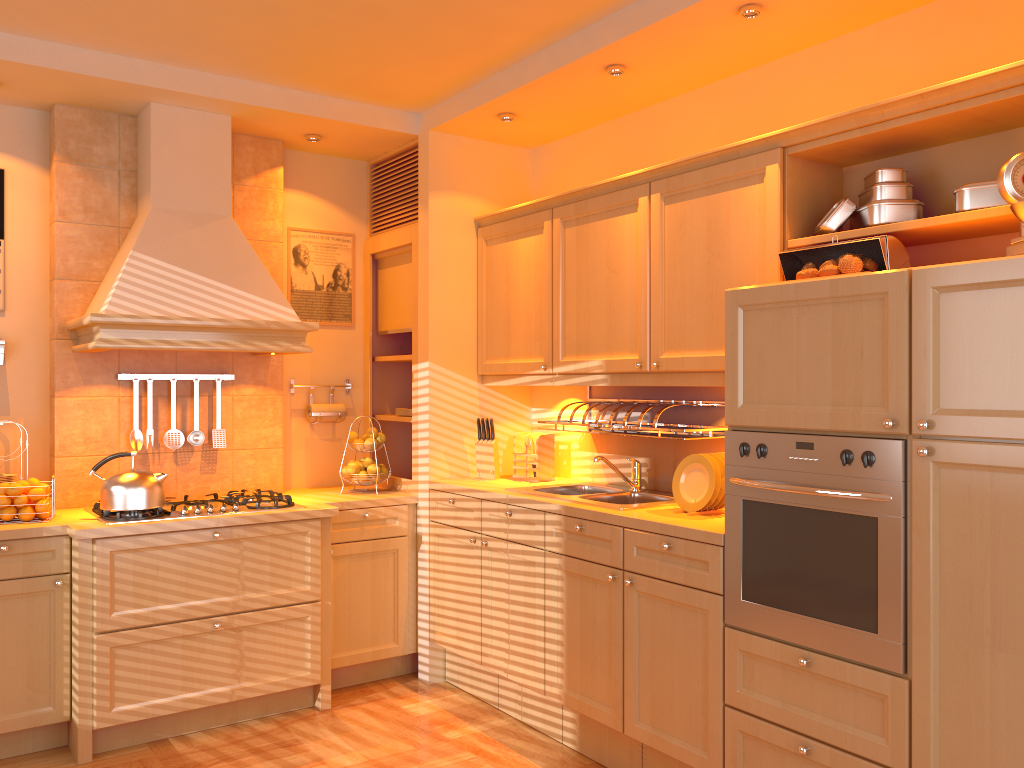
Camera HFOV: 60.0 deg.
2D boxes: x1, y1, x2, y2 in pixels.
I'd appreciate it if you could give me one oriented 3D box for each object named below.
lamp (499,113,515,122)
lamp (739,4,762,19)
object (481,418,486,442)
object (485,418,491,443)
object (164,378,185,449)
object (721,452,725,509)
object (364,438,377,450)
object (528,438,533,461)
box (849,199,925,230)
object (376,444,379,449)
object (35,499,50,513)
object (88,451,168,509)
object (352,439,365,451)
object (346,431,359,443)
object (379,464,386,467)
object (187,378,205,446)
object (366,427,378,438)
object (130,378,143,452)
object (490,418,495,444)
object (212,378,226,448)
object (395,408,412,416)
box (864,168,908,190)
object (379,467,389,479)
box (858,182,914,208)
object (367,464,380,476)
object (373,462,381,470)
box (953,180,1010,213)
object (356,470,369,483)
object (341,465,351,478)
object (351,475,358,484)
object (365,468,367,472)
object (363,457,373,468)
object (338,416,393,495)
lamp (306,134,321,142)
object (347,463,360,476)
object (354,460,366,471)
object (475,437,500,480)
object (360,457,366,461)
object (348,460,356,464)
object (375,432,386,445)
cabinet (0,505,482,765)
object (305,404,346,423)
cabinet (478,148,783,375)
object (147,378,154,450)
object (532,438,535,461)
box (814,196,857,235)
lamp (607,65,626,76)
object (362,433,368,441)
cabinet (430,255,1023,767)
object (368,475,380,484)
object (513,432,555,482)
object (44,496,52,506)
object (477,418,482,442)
[{"bbox_3d":[-0.023,-1.179,3.927,0.070,0.021,0.070,0,0,16],"label":"lamp"},{"bbox_3d":[0.757,-1.179,2.811,0.070,0.021,0.070,0,0,16],"label":"lamp"},{"bbox_3d":[-0.137,0.294,4.220,0.019,0.265,0.038,0,0,38],"label":"object"},{"bbox_3d":[-0.116,0.294,4.209,0.019,0.265,0.038,0,0,38],"label":"object"},{"bbox_3d":[-1.518,0.133,3.986,0.090,0.320,0.017,0,0,-35],"label":"object"},{"bbox_3d":[0.755,0.346,3.179,0.049,0.200,0.205,0,0,-33],"label":"object"},{"bbox_3d":[-0.690,0.292,4.332,0.064,0.063,0.063,0,0,-18],"label":"object"},{"bbox_3d":[0.089,0.349,4.139,0.042,0.192,0.040,0,0,16],"label":"object"},{"bbox_3d":[1.158,-0.507,2.753,0.169,0.090,0.242,0,0,1],"label":"box"},{"bbox_3d":[-0.688,0.298,4.395,0.058,0.059,0.058,0,0,-3],"label":"object"},{"bbox_3d":[-1.821,0.475,3.439,0.052,0.054,0.061,0,0,-8],"label":"object"},{"bbox_3d":[-1.515,0.377,3.539,0.242,0.215,0.251,0,0,42],"label":"object"},{"bbox_3d":[-0.752,0.299,4.352,0.064,0.058,0.063,0,0,21],"label":"object"},{"bbox_3d":[-0.788,0.267,4.389,0.061,0.064,0.063,0,0,-25],"label":"object"},{"bbox_3d":[-0.654,0.423,4.448,0.045,0.047,0.046,0,0,11],"label":"object"},{"bbox_3d":[-1.450,0.127,4.055,0.077,0.309,0.037,0,0,-35],"label":"object"},{"bbox_3d":[-0.685,0.240,4.344,0.055,0.059,0.058,0,0,11],"label":"object"},{"bbox_3d":[-1.647,0.134,3.890,0.055,0.323,0.028,0,0,-35],"label":"object"},{"bbox_3d":[-0.095,0.294,4.197,0.019,0.265,0.037,0,0,38],"label":"object"},{"bbox_3d":[-1.353,0.134,4.099,0.061,0.323,0.020,0,0,-35],"label":"object"},{"bbox_3d":[-0.490,0.146,4.581,0.222,0.039,0.222,0,0,-17],"label":"object"},{"bbox_3d":[1.158,-0.630,2.753,0.098,0.052,0.140,0,0,1],"label":"box"},{"bbox_3d":[-0.641,0.440,4.405,0.059,0.059,0.058,0,0,9],"label":"object"},{"bbox_3d":[1.158,-0.576,2.753,0.124,0.066,0.177,0,0,1],"label":"box"},{"bbox_3d":[-0.670,0.416,4.287,0.063,0.060,0.064,0,0,-20],"label":"object"},{"bbox_3d":[-0.676,0.413,4.372,0.057,0.059,0.058,0,0,19],"label":"object"},{"bbox_3d":[1.361,-0.507,2.451,0.242,0.090,0.169,0,0,36],"label":"box"},{"bbox_3d":[-0.724,0.449,4.292,0.064,0.062,0.064,0,0,42],"label":"object"},{"bbox_3d":[-0.805,0.428,4.323,0.063,0.063,0.063,0,0,-23],"label":"object"},{"bbox_3d":[-0.759,0.463,4.340,0.052,0.056,0.057,0,0,18],"label":"object"},{"bbox_3d":[-0.743,0.425,4.387,0.047,0.052,0.051,0,0,-38],"label":"object"},{"bbox_3d":[-0.700,0.382,4.313,0.049,0.052,0.050,0,0,-27],"label":"object"},{"bbox_3d":[-0.722,0.344,4.372,0.265,0.376,0.265,0,0,14],"label":"object"},{"bbox_3d":[-0.954,-1.179,4.258,0.070,0.021,0.070,0,0,38],"label":"lamp"},{"bbox_3d":[-0.763,0.411,4.273,0.056,0.063,0.065,0,0,31],"label":"object"},{"bbox_3d":[-0.744,0.403,4.325,0.063,0.061,0.063,0,0,29],"label":"object"},{"bbox_3d":[-0.116,0.352,4.225,0.100,0.200,0.070,0,0,29],"label":"object"},{"bbox_3d":[-0.722,0.384,4.374,0.051,0.048,0.050,0,0,-1],"label":"object"},{"bbox_3d":[-0.782,0.403,4.374,0.055,0.058,0.056,0,0,1],"label":"object"},{"bbox_3d":[-0.650,0.269,4.368,0.058,0.060,0.057,0,0,-13],"label":"object"},{"bbox_3d":[-1.142,0.990,3.794,2.850,0.840,1.141,0,0,-35],"label":"cabinet"},{"bbox_3d":[-0.950,0.148,4.531,0.186,0.094,0.096,0,0,-34],"label":"object"},{"bbox_3d":[0.479,-0.402,3.668,0.332,0.712,1.792,0,0,-35],"label":"cabinet"},{"bbox_3d":[-1.605,0.132,3.932,0.028,0.319,0.006,0,0,-35],"label":"object"},{"bbox_3d":[0.104,0.352,4.133,0.020,0.196,0.017,0,0,-9],"label":"object"},{"bbox_3d":[1.025,-0.526,2.811,0.117,0.129,0.098,0,0,1],"label":"box"},{"bbox_3d":[0.392,-1.179,3.339,0.070,0.021,0.070,0,0,5],"label":"lamp"},{"bbox_3d":[-0.717,0.263,4.382,0.050,0.051,0.051,0,0,-10],"label":"object"},{"bbox_3d":[0.702,0.560,3.092,0.625,1.700,3.000,0,0,-35],"label":"cabinet"},{"bbox_3d":[-0.677,0.458,4.338,0.063,0.061,0.064,0,0,33],"label":"object"},{"bbox_3d":[0.101,0.342,4.190,0.103,0.221,0.200,0,0,-35],"label":"object"},{"bbox_3d":[-1.848,0.468,3.503,0.051,0.055,0.061,0,0,-6],"label":"object"},{"bbox_3d":[-0.156,0.294,4.231,0.019,0.265,0.037,0,0,19],"label":"object"}]
